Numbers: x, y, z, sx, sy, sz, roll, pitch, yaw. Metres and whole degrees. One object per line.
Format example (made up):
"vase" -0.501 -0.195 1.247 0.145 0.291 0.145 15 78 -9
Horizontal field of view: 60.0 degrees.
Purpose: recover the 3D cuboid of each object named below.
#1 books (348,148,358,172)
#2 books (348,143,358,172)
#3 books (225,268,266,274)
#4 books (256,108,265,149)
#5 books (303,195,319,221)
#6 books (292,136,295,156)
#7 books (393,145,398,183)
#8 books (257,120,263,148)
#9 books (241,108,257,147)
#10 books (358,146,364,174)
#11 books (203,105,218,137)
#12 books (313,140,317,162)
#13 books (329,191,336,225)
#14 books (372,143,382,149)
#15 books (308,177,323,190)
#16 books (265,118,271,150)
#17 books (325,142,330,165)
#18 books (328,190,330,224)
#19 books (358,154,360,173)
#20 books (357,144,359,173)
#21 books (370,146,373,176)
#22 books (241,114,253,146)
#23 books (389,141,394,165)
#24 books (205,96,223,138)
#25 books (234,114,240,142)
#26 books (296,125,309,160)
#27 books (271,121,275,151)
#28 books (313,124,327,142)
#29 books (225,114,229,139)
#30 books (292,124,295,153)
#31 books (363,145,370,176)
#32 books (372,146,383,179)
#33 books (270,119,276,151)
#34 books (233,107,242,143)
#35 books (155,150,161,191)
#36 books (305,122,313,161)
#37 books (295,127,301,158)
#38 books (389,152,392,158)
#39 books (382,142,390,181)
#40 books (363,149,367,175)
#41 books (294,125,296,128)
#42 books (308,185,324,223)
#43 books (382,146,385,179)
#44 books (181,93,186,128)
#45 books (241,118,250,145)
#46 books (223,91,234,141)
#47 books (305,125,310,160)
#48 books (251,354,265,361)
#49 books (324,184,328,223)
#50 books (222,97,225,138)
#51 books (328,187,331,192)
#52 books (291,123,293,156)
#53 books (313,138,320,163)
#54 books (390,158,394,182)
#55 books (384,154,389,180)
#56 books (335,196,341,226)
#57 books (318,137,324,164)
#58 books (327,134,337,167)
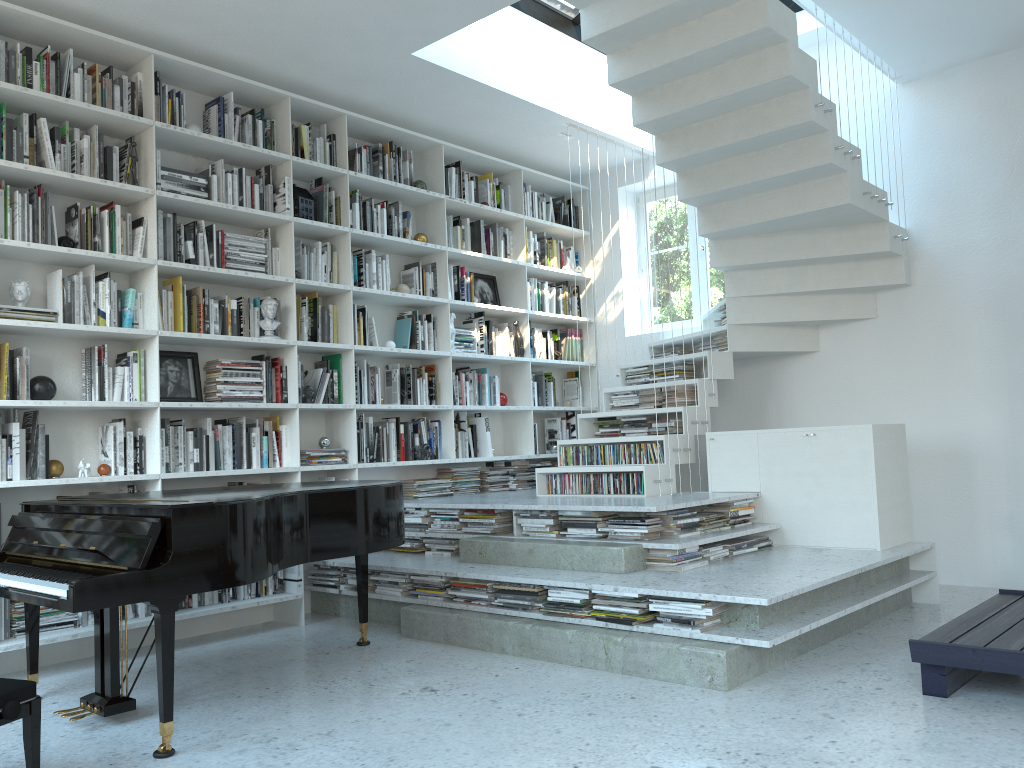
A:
"books" -1.082 -1.422 5.796 0.183 0.206 0.046 -6 -5 42
"books" -1.070 -1.441 5.822 0.173 0.244 0.009 -6 -5 42
"books" -1.591 -0.640 5.167 0.161 0.012 0.254 -7 -6 45
"books" -1.530 -1.489 5.334 0.138 0.308 0.012 -6 -5 42
"books" -1.267 -1.068 5.584 0.156 0.213 0.019 -6 -5 42
"books" -1.394 -1.462 5.463 0.157 0.260 0.034 -6 -5 42
"books" -0.849 -1.461 6.049 0.183 0.299 0.015 -6 -5 42
"books" -1.543 -1.441 5.267 0.193 0.202 0.023 -6 -5 42
"books" -1.568 -1.475 5.252 0.180 0.270 0.010 -6 -5 42
"books" -1.037 -1.433 5.851 0.174 0.229 0.013 -6 -5 42
"books" -1.735 -1.466 5.105 0.151 0.245 0.012 -6 -5 42
"books" -1.286 -1.418 5.570 0.173 0.180 0.022 -6 -5 42
"books" -1.184 -1.085 5.633 0.186 0.248 0.013 -6 -5 42
"books" -0.938 -1.458 5.987 0.167 0.292 0.024 -6 -5 42
"books" -1.245 -1.130 5.609 0.143 0.339 0.025 -6 -5 42
"books" -1.509 -1.457 5.342 0.161 0.243 0.028 -6 -5 42
"books" -1.226 -1.422 5.653 0.182 0.194 0.022 -6 -5 42
"books" -1.209 -1.088 5.626 0.158 0.255 0.005 -6 -5 42
"books" -1.053 -1.409 5.850 0.160 0.183 0.009 -6 -5 42
"books" -1.070 -1.440 5.836 0.172 0.244 0.011 -6 -5 42
"books" -0.992 -1.443 5.925 0.169 0.256 0.021 -6 -5 42
"books" -1.590 -1.457 5.248 0.154 0.236 0.023 -6 -5 42
"books" -0.869 -1.475 6.053 0.183 0.329 0.007 -6 -5 42
"books" -1.714 -1.491 5.104 0.176 0.292 0.014 -6 -5 42
"books" -1.652 -1.447 5.173 0.173 0.210 0.050 -6 -5 42
"books" -1.339 -1.457 5.514 0.191 0.254 0.054 -6 -5 42
"books" -1.487 -1.454 5.369 0.153 0.238 0.014 -6 -5 42
"books" -1.229 -1.487 5.682 0.128 0.329 0.012 -6 -5 42
"books" -1.698 -1.446 5.147 0.147 0.208 0.031 -6 -5 42
"books" -1.386 -1.461 5.484 0.142 0.262 0.008 -6 -5 42
"books" -1.008 -1.443 5.904 0.161 0.255 0.030 -6 -5 42
"books" -0.937 -1.444 5.951 0.185 0.258 0.028 -6 -5 42
"books" -1.481 -1.462 5.387 0.137 0.257 0.022 -6 -5 42
"books" -1.640 -1.474 5.215 0.140 0.269 0.028 -6 -5 42
"books" -1.951 -1.114 4.784 0.191 0.249 0.021 -6 -5 42
"books" -1.302 -1.477 5.563 0.167 0.297 0.010 -6 -5 42
"books" -1.364 -1.448 5.480 0.171 0.233 0.015 -6 -5 42
"books" -0.873 -1.436 6.046 0.170 0.251 0.008 -6 -5 42
"books" -0.892 -1.467 6.029 0.179 0.312 0.006 -6 -5 42
"books" -1.027 -1.429 5.882 0.163 0.226 0.028 -6 -5 42
"books" -1.384 -1.460 5.513 0.133 0.264 0.007 -6 -5 42
"books" -1.239 -1.099 5.570 0.190 0.272 0.021 -6 -5 42
"books" -0.918 -1.453 6.019 0.159 0.285 0.007 -6 -5 42
"books" -1.862 -1.478 4.947 0.143 0.256 0.011 -6 -5 42
"books" -1.604 -1.442 5.223 0.166 0.202 0.033 -6 -5 42
"books" -1.670 -1.509 5.151 0.186 0.331 0.010 -6 -5 42
"books" -1.327 -1.465 5.559 0.151 0.274 0.030 -6 -5 42
"books" -1.495 -0.020 5.237 0.130 0.299 0.011 -6 -5 42
"books" -1.218 -1.106 5.604 0.179 0.288 0.021 -6 -5 42
"books" -1.705 -1.491 5.126 0.157 0.296 0.011 -6 -5 42
"books" -1.194 -1.103 5.675 0.130 0.292 0.005 -6 -5 42
"books" -1.403 -1.454 5.427 0.191 0.239 0.007 -6 -5 42
"books" -1.272 -1.428 5.589 0.180 0.201 0.024 -6 -5 42
"books" -0.869 -1.413 6.024 0.188 0.200 0.018 -6 -5 42
"books" -0.894 -1.427 6.014 0.160 0.231 0.018 -6 -5 42
"books" -1.162 -1.067 5.655 0.224 0.213 0.008 -6 -5 42
"books" -1.251 -1.434 5.607 0.169 0.213 0.031 -6 -5 42
"books" -1.190 -1.451 5.673 0.186 0.253 0.029 -6 -5 42
